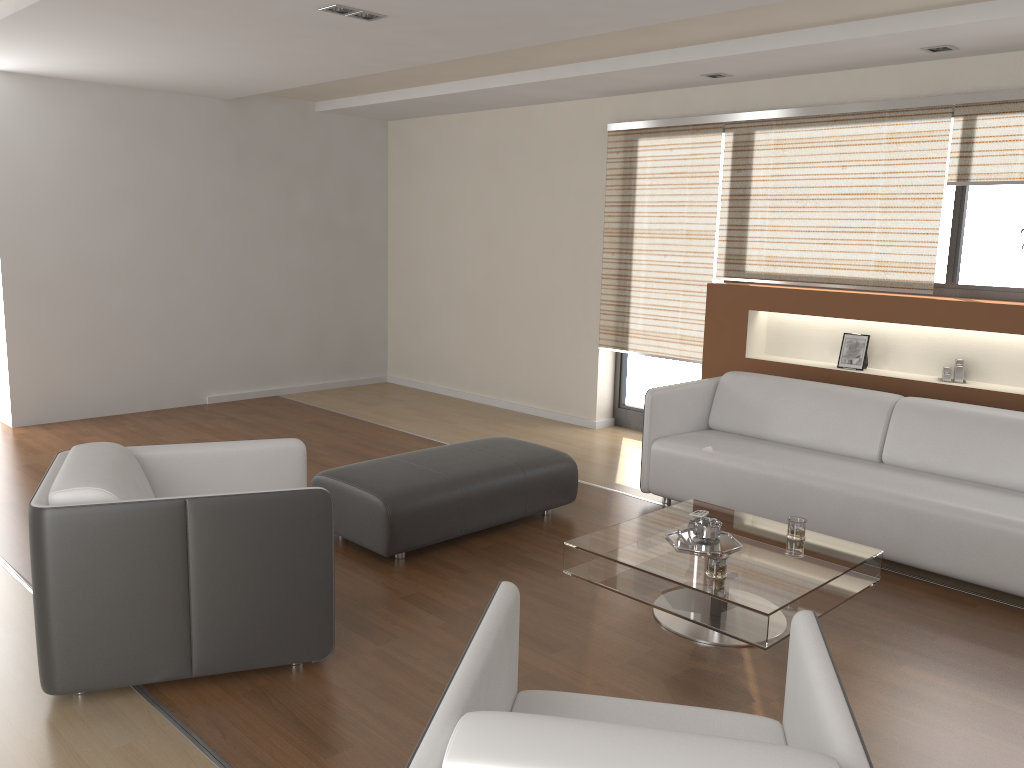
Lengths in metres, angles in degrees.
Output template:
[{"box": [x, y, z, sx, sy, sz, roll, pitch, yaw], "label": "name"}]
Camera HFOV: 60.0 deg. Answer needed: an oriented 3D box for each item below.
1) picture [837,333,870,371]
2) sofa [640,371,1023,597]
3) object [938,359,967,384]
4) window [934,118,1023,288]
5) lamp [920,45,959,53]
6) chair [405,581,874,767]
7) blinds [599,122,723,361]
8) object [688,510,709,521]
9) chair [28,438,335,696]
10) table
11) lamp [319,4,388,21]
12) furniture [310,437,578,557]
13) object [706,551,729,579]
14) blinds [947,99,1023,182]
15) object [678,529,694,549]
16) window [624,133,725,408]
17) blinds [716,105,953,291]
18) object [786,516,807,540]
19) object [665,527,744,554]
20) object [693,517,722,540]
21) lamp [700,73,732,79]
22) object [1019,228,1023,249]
[{"box": [2.110, -0.201, 5.460, 0.159, 0.216, 0.133, 10, 13, 39], "label": "picture"}, {"box": [1.844, 0.417, 4.566, 0.919, 0.661, 2.238, -8, 14, -44], "label": "sofa"}, {"box": [2.530, -0.082, 5.083, 0.141, 0.131, 0.141, 6, 11, 23], "label": "object"}, {"box": [2.609, -1.054, 5.143, 0.010, 0.986, 2.817, -8, 14, -44], "label": "window"}, {"box": [2.234, -1.789, 4.623, 0.146, 0.087, 0.146, -8, 14, -44], "label": "lamp"}, {"box": [0.257, 0.878, 1.786, 0.767, 0.706, 0.919, 3, 10, 10], "label": "chair"}, {"box": [1.035, -1.015, 6.363, 0.001, 1.635, 0.980, -8, 14, -44], "label": "blinds"}, {"box": [0.820, 0.571, 3.877, 0.064, 0.029, 0.158, 6, 11, 26], "label": "object"}, {"box": [-1.157, 0.575, 3.189, 0.919, 0.661, 0.767, -2, 10, -20], "label": "chair"}, {"box": [0.840, 0.793, 3.559, 0.900, 0.300, 0.900, -8, 14, -44], "label": "table"}, {"box": [-0.747, -1.791, 4.179, 0.291, 0.087, 0.146, -8, 14, -44], "label": "lamp"}, {"box": [-0.321, 0.529, 4.612, 1.291, 0.301, 0.685, -8, 14, -44], "label": "furniture"}, {"box": [0.746, 0.658, 3.226, 0.079, 0.077, 0.079, 8, 12, 33], "label": "object"}, {"box": [2.929, -1.231, 4.400, 0.001, 0.441, 1.432, -8, 14, -44], "label": "blinds"}, {"box": [0.704, 0.618, 3.558, 0.051, 0.035, 0.147, 1, 10, -4], "label": "object"}, {"box": [1.222, -0.792, 6.597, 0.010, 2.093, 0.889, -8, 14, -44], "label": "window"}, {"box": [1.906, -1.135, 5.458, 0.001, 1.044, 1.432, -8, 14, -44], "label": "blinds"}, {"box": [1.173, 0.595, 3.654, 0.079, 0.077, 0.079, 8, 12, 33], "label": "object"}, {"box": [0.771, 0.632, 3.569, 0.315, 0.011, 0.273, -6, 12, -37], "label": "object"}, {"box": [0.796, 0.587, 3.620, 0.118, 0.079, 0.117, -6, 12, -37], "label": "object"}, {"box": [1.285, -1.977, 5.564, 0.146, 0.087, 0.146, -8, 14, -44], "label": "lamp"}, {"box": [2.801, -0.651, 4.649, 0.268, 0.477, 0.342, 8, 12, 34], "label": "object"}]
